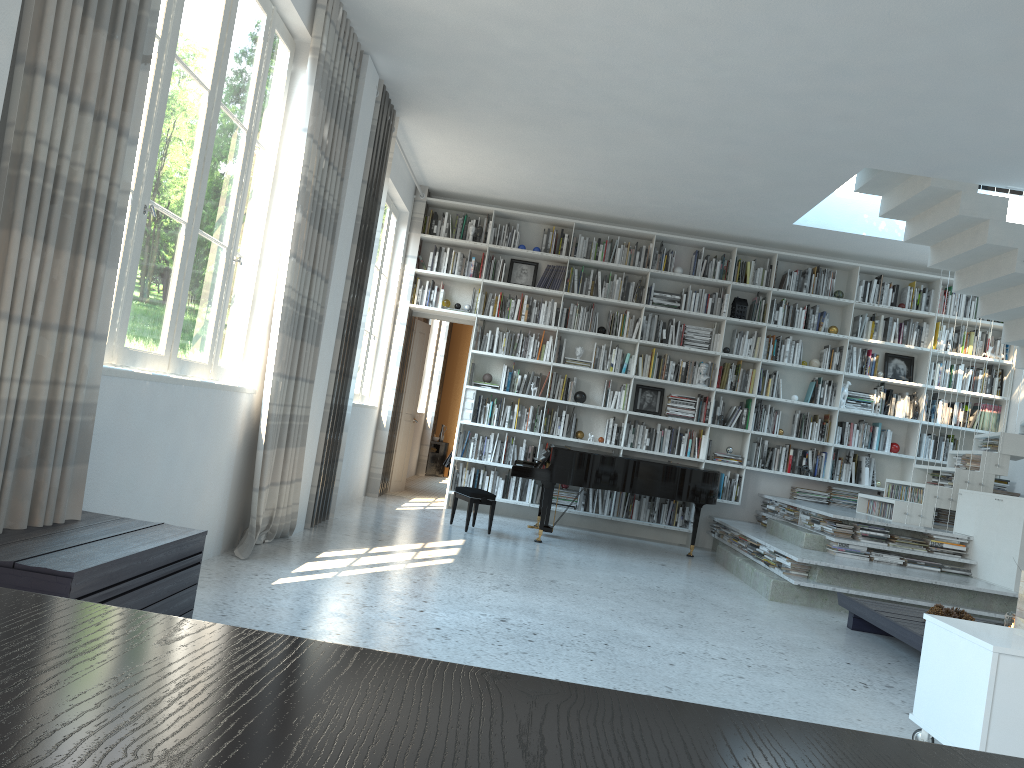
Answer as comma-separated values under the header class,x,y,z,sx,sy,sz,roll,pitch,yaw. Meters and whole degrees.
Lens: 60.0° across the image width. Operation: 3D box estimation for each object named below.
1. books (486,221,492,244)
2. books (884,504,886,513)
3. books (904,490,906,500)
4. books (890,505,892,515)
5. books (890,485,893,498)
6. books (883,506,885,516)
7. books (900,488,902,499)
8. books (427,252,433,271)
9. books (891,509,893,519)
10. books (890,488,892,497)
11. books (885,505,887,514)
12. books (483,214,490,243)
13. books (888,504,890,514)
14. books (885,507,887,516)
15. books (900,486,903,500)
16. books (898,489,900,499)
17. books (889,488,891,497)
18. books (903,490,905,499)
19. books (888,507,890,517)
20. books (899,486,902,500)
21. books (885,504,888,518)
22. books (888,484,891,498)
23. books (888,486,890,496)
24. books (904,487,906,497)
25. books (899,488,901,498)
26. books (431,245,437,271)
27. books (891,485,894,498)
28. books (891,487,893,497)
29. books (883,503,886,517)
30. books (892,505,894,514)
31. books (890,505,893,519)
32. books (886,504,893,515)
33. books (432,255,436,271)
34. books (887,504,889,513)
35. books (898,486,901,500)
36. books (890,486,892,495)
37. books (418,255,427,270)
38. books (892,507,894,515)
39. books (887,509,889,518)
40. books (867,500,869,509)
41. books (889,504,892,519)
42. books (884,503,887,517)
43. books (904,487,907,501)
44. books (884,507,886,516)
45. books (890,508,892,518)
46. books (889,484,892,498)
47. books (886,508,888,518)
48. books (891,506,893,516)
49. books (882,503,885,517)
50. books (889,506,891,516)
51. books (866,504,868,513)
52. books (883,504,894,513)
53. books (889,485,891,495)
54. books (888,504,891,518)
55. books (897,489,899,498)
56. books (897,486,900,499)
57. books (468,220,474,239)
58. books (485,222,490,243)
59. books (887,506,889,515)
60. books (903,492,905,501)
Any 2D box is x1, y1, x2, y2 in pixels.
class,x,y,z,sx,sy,sz,roll,pitch,yaw
books,-0.234,-1.557,9.289,0.024,0.252,0.235,9,-2,2
books,3.369,1.130,7.867,0.125,0.125,0.008,9,-2,1
books,3.542,0.981,7.849,0.125,0.125,0.007,9,-2,1
books,3.367,1.124,7.739,0.125,0.125,0.012,9,-2,1
books,3.548,0.996,8.145,0.125,0.125,0.008,9,-2,1
books,3.369,1.131,7.881,0.125,0.125,0.008,9,-2,1
books,3.544,0.985,7.939,0.125,0.125,0.014,9,-2,1
books,-0.852,-1.264,9.327,0.034,0.217,0.166,9,-2,2
books,3.366,1.122,7.705,0.125,0.125,0.007,9,-2,1
books,3.549,0.996,8.153,0.125,0.125,0.008,9,-2,1
books,3.369,1.129,7.843,0.125,0.125,0.008,9,-2,1
books,-0.270,-1.605,9.322,0.014,0.337,0.168,9,-2,2
books,3.367,1.126,7.780,0.125,0.125,0.011,9,-2,1
books,3.369,1.129,7.836,0.125,0.125,0.010,9,-2,1
books,3.544,0.985,7.928,0.125,0.125,0.010,9,-2,1
books,3.545,0.987,7.978,0.125,0.125,0.010,9,-2,1
books,3.549,0.997,8.175,0.125,0.125,0.007,9,-2,1
books,3.543,0.982,7.871,0.125,0.125,0.008,9,-2,1
books,3.367,1.126,7.772,0.125,0.125,0.011,9,-2,1
books,3.544,0.986,7.951,0.125,0.125,0.010,9,-2,1
books,3.368,1.128,7.828,0.125,0.125,0.010,9,-2,1
books,3.549,0.998,8.195,0.125,0.125,0.012,9,-2,1
books,3.550,0.999,8.204,0.125,0.125,0.010,9,-2,1
books,3.543,0.981,7.857,0.125,0.125,0.008,9,-2,1
books,3.545,0.986,7.960,0.125,0.125,0.007,9,-2,1
books,-0.823,-1.300,9.330,0.011,0.296,0.162,9,-2,2
books,3.548,0.995,8.125,0.125,0.125,0.010,9,-2,1
books,3.548,0.995,8.136,0.125,0.125,0.010,9,-2,1
books,3.369,1.131,7.874,0.125,0.125,0.008,9,-2,1
books,3.366,1.122,7.697,0.125,0.125,0.008,9,-2,1
books,3.366,1.123,7.719,0.125,0.125,0.007,9,-2,1
books,3.368,1.128,7.820,0.125,0.125,0.008,9,-2,1
books,-0.813,-1.245,9.340,0.024,0.192,0.138,9,-2,2
books,3.368,1.127,7.804,0.125,0.125,0.008,9,-2,1
books,3.545,0.987,7.970,0.125,0.125,0.009,9,-2,1
books,3.549,0.996,8.161,0.125,0.125,0.007,9,-2,1
books,-0.932,-1.256,9.339,0.121,0.175,0.129,9,-2,2
books,3.366,1.121,7.689,0.125,0.125,0.008,9,-2,1
books,3.368,1.126,7.789,0.125,0.125,0.008,9,-2,1
books,3.377,1.150,8.265,0.125,0.125,0.008,9,-2,1
books,3.367,1.124,7.748,0.125,0.125,0.010,9,-2,1
books,3.369,1.130,7.852,0.125,0.125,0.008,9,-2,1
books,3.542,0.980,7.841,0.125,0.125,0.008,9,-2,1
books,3.369,1.130,7.859,0.125,0.125,0.007,9,-2,1
books,3.366,1.123,7.728,0.125,0.125,0.008,9,-2,1
books,3.549,0.997,8.168,0.125,0.125,0.007,9,-2,1
books,3.368,1.128,7.812,0.125,0.125,0.008,9,-2,1
books,3.366,1.123,7.712,0.125,0.125,0.007,9,-2,1
books,3.370,1.132,7.897,0.125,0.125,0.008,9,-2,1
books,3.367,1.125,7.755,0.125,0.125,0.008,9,-2,1
books,3.377,1.151,8.273,0.125,0.125,0.007,9,-2,1
books,3.370,1.131,7.888,0.125,0.125,0.008,9,-2,1
books,3.549,0.998,8.184,0.125,0.125,0.008,9,-2,1
books,3.367,1.125,7.763,0.125,0.125,0.008,9,-2,1
books,3.545,0.988,7.999,0.125,0.125,0.008,9,-2,1
books,3.545,0.988,7.989,0.125,0.125,0.012,9,-2,1
books,-0.430,-1.583,9.319,0.025,0.243,0.167,9,-2,2
books,-0.257,-1.563,9.326,0.025,0.259,0.138,9,-2,2
books,3.368,1.127,7.797,0.125,0.125,0.007,9,-2,1
books,3.543,0.982,7.864,0.125,0.125,0.008,9,-2,1
